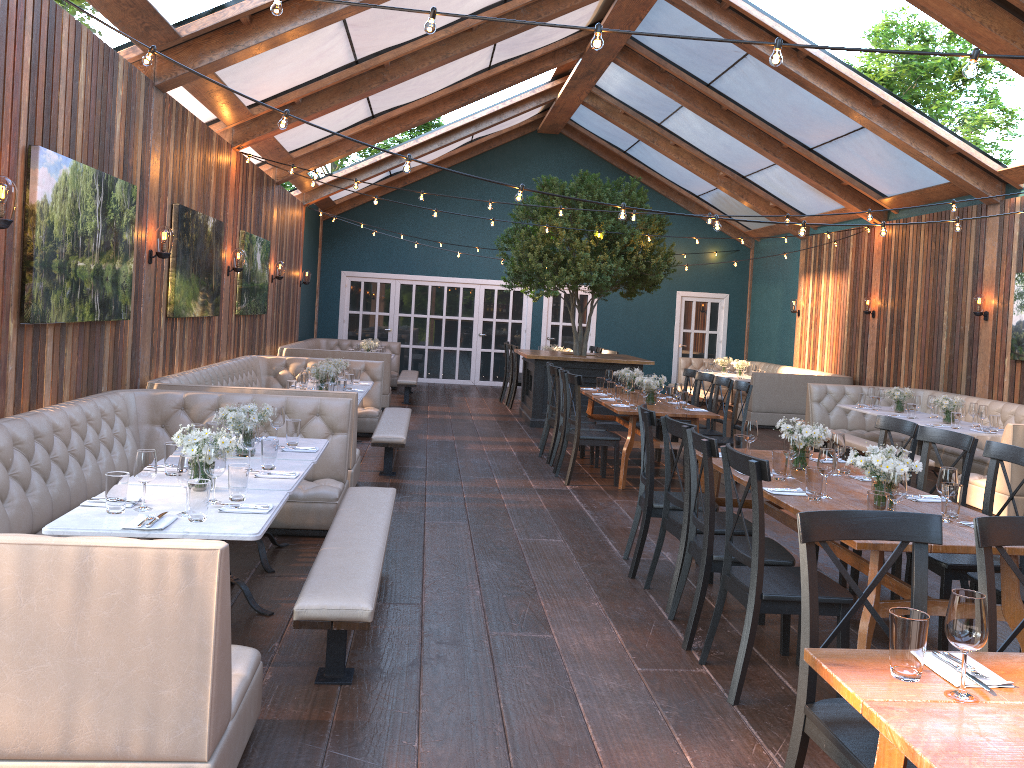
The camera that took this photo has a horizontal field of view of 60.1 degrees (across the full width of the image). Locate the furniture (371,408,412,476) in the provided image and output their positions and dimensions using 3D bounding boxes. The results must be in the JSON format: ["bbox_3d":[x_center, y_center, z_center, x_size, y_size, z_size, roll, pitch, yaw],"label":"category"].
[{"bbox_3d":[-1.222,0.561,9.094,0.312,0.398,2.336,3,5,-5],"label":"furniture"}]

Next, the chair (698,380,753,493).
[{"bbox_3d":[2.012,0.480,8.526,0.539,1.019,0.478,3,1,0],"label":"chair"}]

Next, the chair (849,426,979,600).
[{"bbox_3d":[2.324,0.775,5.124,0.539,1.019,0.478,3,2,-10],"label":"chair"}]

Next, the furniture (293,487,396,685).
[{"bbox_3d":[-0.810,0.951,4.594,0.312,0.398,2.336,3,5,-5],"label":"furniture"}]

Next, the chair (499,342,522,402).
[{"bbox_3d":[0.061,-0.207,15.608,0.539,1.019,0.478,3,1,0],"label":"chair"}]

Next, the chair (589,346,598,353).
[{"bbox_3d":[1.301,-0.192,16.285,0.539,1.019,0.478,3,2,-10],"label":"chair"}]

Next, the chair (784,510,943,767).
[{"bbox_3d":[1.089,0.917,2.515,0.477,1.019,0.541,3,2,-10],"label":"chair"}]

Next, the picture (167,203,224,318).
[{"bbox_3d":[-3.015,-1.142,8.518,0.065,0.996,1.655,3,4,-5],"label":"picture"}]

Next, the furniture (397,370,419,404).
[{"bbox_3d":[-1.777,0.037,15.141,0.312,0.398,2.336,3,5,-5],"label":"furniture"}]

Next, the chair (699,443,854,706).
[{"bbox_3d":[1.173,0.810,3.892,0.539,1.019,0.478,3,2,-5],"label":"chair"}]

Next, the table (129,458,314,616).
[{"bbox_3d":[-1.488,0.781,4.529,0.798,0.671,0.801,3,3,-5],"label":"table"}]

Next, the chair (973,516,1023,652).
[{"bbox_3d":[1.645,0.944,2.567,0.477,1.019,0.540,3,2,-5],"label":"chair"}]

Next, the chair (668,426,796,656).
[{"bbox_3d":[1.115,0.761,4.449,0.539,1.019,0.478,3,1,0],"label":"chair"}]

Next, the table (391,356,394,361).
[{"bbox_3d":[-2.453,-0.132,15.065,0.798,0.671,0.801,3,3,-5],"label":"table"}]

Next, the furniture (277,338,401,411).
[{"bbox_3d":[-2.833,-0.244,15.018,1.708,0.857,4.171,3,5,-5],"label":"furniture"}]

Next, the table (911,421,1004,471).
[{"bbox_3d":[4.509,0.774,8.803,0.798,0.671,0.801,3,3,-6],"label":"table"}]

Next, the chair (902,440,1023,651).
[{"bbox_3d":[2.375,0.823,4.567,0.539,1.019,0.478,3,1,0],"label":"chair"}]

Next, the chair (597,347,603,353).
[{"bbox_3d":[1.353,-0.144,15.728,0.539,1.019,0.478,3,1,0],"label":"chair"}]

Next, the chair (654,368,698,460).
[{"bbox_3d":[1.859,0.335,10.199,0.539,1.019,0.478,3,2,-5],"label":"chair"}]

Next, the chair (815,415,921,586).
[{"bbox_3d":[2.273,0.726,5.682,0.539,1.019,0.478,3,2,-5],"label":"chair"}]

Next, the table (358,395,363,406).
[{"bbox_3d":[-1.825,0.462,8.216,0.798,0.671,0.801,3,3,-6],"label":"table"}]

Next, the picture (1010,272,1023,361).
[{"bbox_3d":[5.845,-0.705,9.334,0.065,0.996,1.655,3,4,-5],"label":"picture"}]

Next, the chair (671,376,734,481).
[{"bbox_3d":[1.961,0.432,9.083,0.539,1.019,0.478,3,2,-5],"label":"chair"}]

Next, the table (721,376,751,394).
[{"bbox_3d":[3.956,0.251,14.840,0.798,0.671,0.801,3,3,-6],"label":"table"}]

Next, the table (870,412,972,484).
[{"bbox_3d":[4.435,0.703,9.616,0.798,0.671,0.801,3,3,-5],"label":"table"}]

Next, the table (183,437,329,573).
[{"bbox_3d":[-1.562,0.711,5.341,0.798,0.671,0.801,3,3,-6],"label":"table"}]

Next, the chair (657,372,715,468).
[{"bbox_3d":[1.910,0.383,9.641,0.539,1.019,0.478,3,2,-10],"label":"chair"}]

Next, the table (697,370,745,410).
[{"bbox_3d":[3.808,0.110,16.465,0.798,0.671,0.801,3,3,-6],"label":"table"}]

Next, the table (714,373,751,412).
[{"bbox_3d":[3.882,0.180,15.652,0.798,0.671,0.801,3,3,-5],"label":"table"}]

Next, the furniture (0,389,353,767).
[{"bbox_3d":[-1.868,0.669,4.481,1.708,0.857,4.171,3,5,-5],"label":"furniture"}]

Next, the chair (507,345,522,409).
[{"bbox_3d":[0.226,-0.108,14.498,0.539,1.019,0.478,3,2,-5],"label":"chair"}]

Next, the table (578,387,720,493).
[{"bbox_3d":[1.305,0.524,9.283,0.950,0.728,2.439,3,4,-5],"label":"table"}]

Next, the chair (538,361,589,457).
[{"bbox_3d":[0.601,0.273,10.082,0.539,1.019,0.478,3,1,0],"label":"chair"}]

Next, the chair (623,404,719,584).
[{"bbox_3d":[1.011,0.665,5.559,0.539,1.019,0.478,3,1,2],"label":"chair"}]

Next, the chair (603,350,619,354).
[{"bbox_3d":[1.437,-0.047,14.593,0.539,1.019,0.479,3,2,-22],"label":"chair"}]

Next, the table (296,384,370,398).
[{"bbox_3d":[-1.900,0.391,9.029,0.798,0.671,0.801,3,3,-5],"label":"table"}]

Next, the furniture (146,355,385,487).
[{"bbox_3d":[-2.281,0.278,8.994,1.708,0.857,4.171,3,5,-5],"label":"furniture"}]

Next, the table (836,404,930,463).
[{"bbox_3d":[4.361,0.633,10.428,0.798,0.671,0.801,3,3,-6],"label":"table"}]

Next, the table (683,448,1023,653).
[{"bbox_3d":[1.716,0.913,4.791,0.950,0.728,2.439,3,4,-5],"label":"table"}]

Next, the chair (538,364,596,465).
[{"bbox_3d":[0.615,0.320,9.522,0.539,1.019,0.478,3,2,-10],"label":"chair"}]

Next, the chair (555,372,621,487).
[{"bbox_3d":[0.742,0.417,8.408,0.539,1.019,0.478,3,2,-10],"label":"chair"}]

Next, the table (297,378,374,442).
[{"bbox_3d":[-1.974,0.321,9.841,0.798,0.671,0.801,3,3,-6],"label":"table"}]

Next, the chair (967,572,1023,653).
[{"bbox_3d":[2.426,0.871,4.008,0.539,1.019,0.478,3,2,-5],"label":"chair"}]

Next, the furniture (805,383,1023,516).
[{"bbox_3d":[4.877,0.631,9.653,1.708,0.857,4.171,3,5,-5],"label":"furniture"}]

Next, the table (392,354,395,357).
[{"bbox_3d":[-2.527,-0.202,15.878,0.798,0.671,0.801,3,3,-6],"label":"table"}]

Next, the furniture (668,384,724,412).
[{"bbox_3d":[3.206,0.283,15.603,0.312,0.398,2.336,3,5,-5],"label":"furniture"}]

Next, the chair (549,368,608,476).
[{"bbox_3d":[0.691,0.369,8.965,0.539,1.019,0.478,3,1,-2],"label":"chair"}]

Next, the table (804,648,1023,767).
[{"bbox_3d":[1.999,1.158,1.974,2.429,0.729,0.953,3,3,-5],"label":"table"}]

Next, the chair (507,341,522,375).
[{"bbox_3d":[0.089,-0.252,16.173,0.539,1.019,0.478,3,1,0],"label":"chair"}]

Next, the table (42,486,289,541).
[{"bbox_3d":[-1.413,0.851,3.716,0.798,0.671,0.801,3,3,-6],"label":"table"}]

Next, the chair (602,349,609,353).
[{"bbox_3d":[1.404,-0.095,15.170,0.539,1.019,0.478,3,2,-5],"label":"chair"}]

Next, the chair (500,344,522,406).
[{"bbox_3d":[0.127,-0.158,15.052,0.539,1.019,0.478,3,2,-10],"label":"chair"}]

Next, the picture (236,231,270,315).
[{"bbox_3d":[-3.272,-1.379,11.248,0.065,0.996,1.655,3,4,-5],"label":"picture"}]

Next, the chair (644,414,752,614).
[{"bbox_3d":[1.092,0.715,4.996,0.539,1.019,0.478,3,2,-9],"label":"chair"}]

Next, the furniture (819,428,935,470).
[{"bbox_3d":[3.759,0.806,9.556,0.312,0.398,2.336,3,5,-5],"label":"furniture"}]

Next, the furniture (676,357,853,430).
[{"bbox_3d":[4.326,0.110,15.668,1.708,0.857,4.171,3,5,-5],"label":"furniture"}]

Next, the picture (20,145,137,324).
[{"bbox_3d":[-2.754,-0.901,5.740,0.065,0.996,1.655,3,4,-5],"label":"picture"}]
